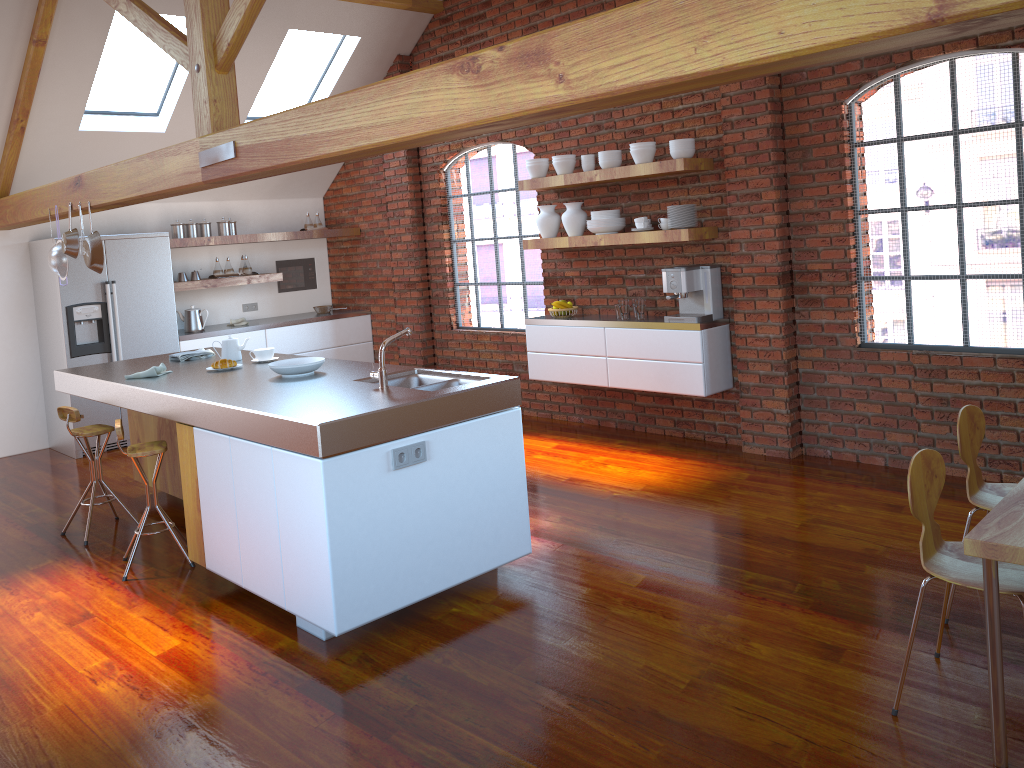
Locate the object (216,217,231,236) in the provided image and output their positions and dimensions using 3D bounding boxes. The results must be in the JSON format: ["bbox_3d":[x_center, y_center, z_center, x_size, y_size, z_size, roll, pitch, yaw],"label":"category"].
[{"bbox_3d":[-2.677,-1.462,8.174,0.128,0.176,0.128,0,7,42],"label":"object"}]

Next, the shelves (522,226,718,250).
[{"bbox_3d":[0.730,-1.044,6.328,0.341,0.076,1.539,-13,13,-42],"label":"shelves"}]

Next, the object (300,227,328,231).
[{"bbox_3d":[-2.007,-1.565,8.903,0.195,0.032,0.226,5,14,45],"label":"object"}]

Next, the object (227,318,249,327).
[{"bbox_3d":[-2.601,-0.590,8.328,0.205,0.061,0.197,-8,10,-20],"label":"object"}]

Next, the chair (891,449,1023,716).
[{"bbox_3d":[1.414,0.596,2.666,0.411,0.754,0.443,-1,6,42],"label":"chair"}]

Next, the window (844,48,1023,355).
[{"bbox_3d":[2.465,-0.988,4.828,0.085,1.659,1.269,-7,6,-43],"label":"window"}]

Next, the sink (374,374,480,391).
[{"bbox_3d":[-0.386,0.099,4.048,0.412,0.198,0.614,-12,12,-42],"label":"sink"}]

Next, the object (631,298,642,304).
[{"bbox_3d":[0.892,-0.560,6.271,0.078,0.103,0.078,-6,5,-13],"label":"object"}]

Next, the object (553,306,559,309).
[{"bbox_3d":[0.338,-0.589,6.741,0.044,0.052,0.052,0,7,35],"label":"object"}]

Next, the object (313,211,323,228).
[{"bbox_3d":[-1.975,-1.657,8.938,0.093,0.191,0.094,-4,4,1],"label":"object"}]

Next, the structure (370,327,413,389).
[{"bbox_3d":[-0.534,-0.121,3.934,0.202,0.246,0.099,-9,6,-43],"label":"structure"}]

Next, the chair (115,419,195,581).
[{"bbox_3d":[-1.828,0.540,4.459,0.340,0.746,0.339,-6,4,-23],"label":"chair"}]

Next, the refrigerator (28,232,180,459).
[{"bbox_3d":[-3.438,-0.378,7.530,0.920,1.761,0.781,-8,5,-43],"label":"refrigerator"}]

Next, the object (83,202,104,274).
[{"bbox_3d":[-2.569,-0.889,5.364,0.069,0.441,0.265,-7,5,-38],"label":"object"}]

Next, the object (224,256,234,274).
[{"bbox_3d":[-2.666,-1.107,8.277,0.093,0.191,0.094,-4,4,1],"label":"object"}]

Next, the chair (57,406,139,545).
[{"bbox_3d":[-2.396,0.479,5.066,0.338,0.746,0.341,-1,5,42],"label":"chair"}]

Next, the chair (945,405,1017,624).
[{"bbox_3d":[1.840,0.469,3.217,0.411,0.754,0.443,-1,6,42],"label":"chair"}]

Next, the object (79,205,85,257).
[{"bbox_3d":[-2.679,-0.952,5.489,0.046,0.330,0.045,-5,3,-18],"label":"object"}]

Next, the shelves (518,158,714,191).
[{"bbox_3d":[0.696,-1.493,6.308,0.341,0.076,1.539,-13,13,-42],"label":"shelves"}]

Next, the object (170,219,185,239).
[{"bbox_3d":[-3.011,-1.395,7.928,0.128,0.176,0.128,0,7,42],"label":"object"}]

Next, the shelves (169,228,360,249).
[{"bbox_3d":[-2.488,-1.410,8.528,1.998,0.076,0.656,-13,13,-42],"label":"shelves"}]

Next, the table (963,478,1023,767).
[{"bbox_3d":[2.010,0.620,2.593,0.817,0.638,1.486,2,11,43],"label":"table"}]

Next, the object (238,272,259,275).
[{"bbox_3d":[-2.550,-1.058,8.425,0.196,0.032,0.224,-11,11,-33],"label":"object"}]

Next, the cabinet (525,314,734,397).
[{"bbox_3d":[0.792,-0.240,6.365,0.340,0.471,1.625,-9,10,-42],"label":"cabinet"}]

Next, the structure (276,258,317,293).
[{"bbox_3d":[-2.249,-1.139,9.201,0.461,0.332,0.013,-11,7,-43],"label":"structure"}]

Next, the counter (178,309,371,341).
[{"bbox_3d":[-2.403,-0.588,8.548,2.004,0.044,0.716,-13,13,-42],"label":"counter"}]

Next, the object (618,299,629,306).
[{"bbox_3d":[0.790,-0.542,6.209,0.078,0.103,0.078,-6,5,-13],"label":"object"}]

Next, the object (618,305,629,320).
[{"bbox_3d":[0.793,-0.504,6.211,0.078,0.103,0.078,-6,5,-13],"label":"object"}]

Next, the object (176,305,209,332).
[{"bbox_3d":[-2.906,-0.596,8.004,0.302,0.237,0.182,-6,5,-12],"label":"object"}]

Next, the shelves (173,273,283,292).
[{"bbox_3d":[-2.789,-0.952,8.235,1.077,0.076,0.656,-13,13,-42],"label":"shelves"}]

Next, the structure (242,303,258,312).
[{"bbox_3d":[-2.635,-0.770,8.836,0.162,0.079,0.033,-12,8,-43],"label":"structure"}]

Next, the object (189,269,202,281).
[{"bbox_3d":[-2.895,-0.998,8.034,0.106,0.099,0.107,-4,6,-1],"label":"object"}]

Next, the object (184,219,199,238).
[{"bbox_3d":[-2.930,-1.420,8.037,0.128,0.176,0.128,0,7,42],"label":"object"}]

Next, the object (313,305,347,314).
[{"bbox_3d":[-1.868,-0.758,8.965,0.348,0.073,0.197,1,10,27],"label":"object"}]

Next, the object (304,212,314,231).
[{"bbox_3d":[-2.051,-1.639,8.861,0.093,0.190,0.093,-7,5,-31],"label":"object"}]

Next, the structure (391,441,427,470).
[{"bbox_3d":[-0.411,0.280,3.473,0.162,0.079,0.033,-12,8,-43],"label":"structure"}]

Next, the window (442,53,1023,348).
[{"bbox_3d":[3.789,-1.206,6.775,17.418,9.842,3.665,2,6,37],"label":"window"}]

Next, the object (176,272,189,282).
[{"bbox_3d":[-2.981,-0.968,7.953,0.106,0.081,0.107,-6,7,-14],"label":"object"}]

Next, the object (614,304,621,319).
[{"bbox_3d":[0.776,-0.523,6.338,0.077,0.103,0.079,-3,5,17],"label":"object"}]

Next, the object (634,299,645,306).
[{"bbox_3d":[0.893,-0.536,6.131,0.078,0.103,0.078,-7,6,-31],"label":"object"}]

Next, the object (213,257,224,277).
[{"bbox_3d":[-2.742,-1.089,8.200,0.093,0.190,0.093,-7,5,-31],"label":"object"}]

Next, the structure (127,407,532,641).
[{"bbox_3d":[-1.361,0.456,4.704,1.033,0.759,3.125,-11,11,-42],"label":"structure"}]

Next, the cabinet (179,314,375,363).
[{"bbox_3d":[-2.371,-0.160,8.568,2.004,0.811,0.712,-12,10,-43],"label":"cabinet"}]

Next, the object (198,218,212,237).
[{"bbox_3d":[-2.846,-1.445,8.149,0.128,0.176,0.128,0,7,42],"label":"object"}]

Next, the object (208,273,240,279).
[{"bbox_3d":[-2.698,-1.016,8.242,0.195,0.032,0.226,5,14,45],"label":"object"}]

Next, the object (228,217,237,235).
[{"bbox_3d":[-2.680,-1.496,8.370,0.128,0.176,0.128,0,7,42],"label":"object"}]

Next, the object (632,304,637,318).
[{"bbox_3d":[0.895,-0.522,6.273,0.078,0.103,0.078,-6,5,-13],"label":"object"}]

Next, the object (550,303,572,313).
[{"bbox_3d":[0.382,-0.573,6.686,0.176,0.094,0.064,-5,5,-6],"label":"object"}]

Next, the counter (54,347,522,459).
[{"bbox_3d":[-1.401,0.007,4.676,1.034,0.129,3.149,-13,13,-42],"label":"counter"}]

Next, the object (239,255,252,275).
[{"bbox_3d":[-2.557,-1.141,8.421,0.094,0.191,0.203,-7,7,-34],"label":"object"}]

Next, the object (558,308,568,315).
[{"bbox_3d":[0.392,-0.557,6.724,0.077,0.065,0.076,-5,7,-9],"label":"object"}]
